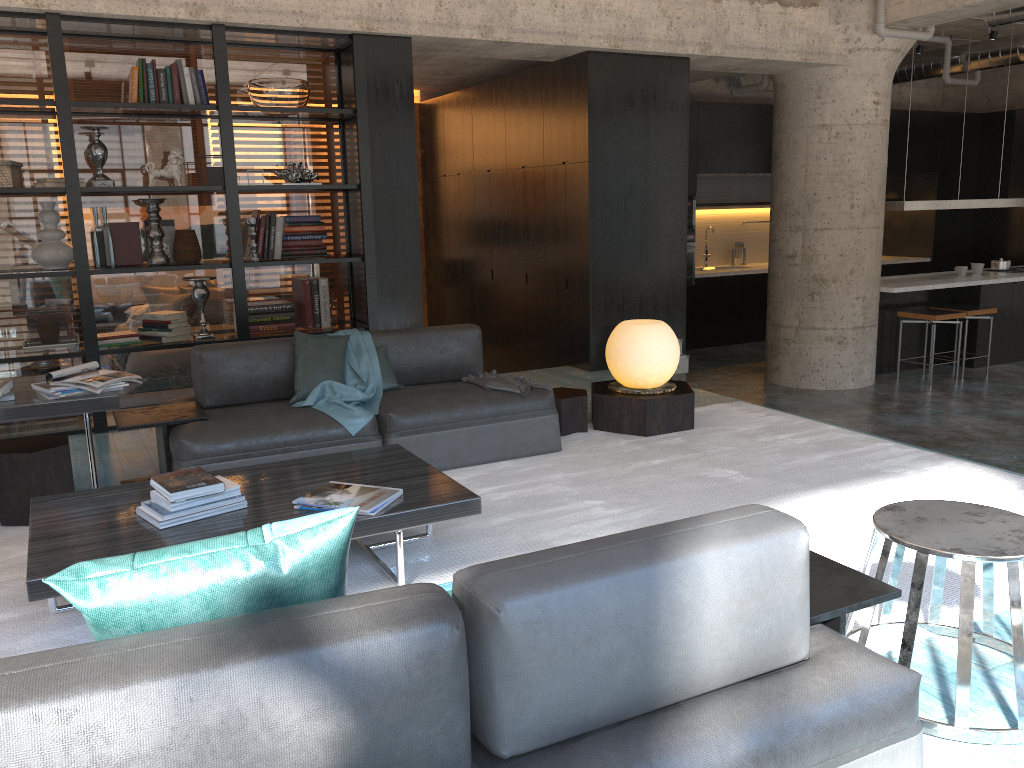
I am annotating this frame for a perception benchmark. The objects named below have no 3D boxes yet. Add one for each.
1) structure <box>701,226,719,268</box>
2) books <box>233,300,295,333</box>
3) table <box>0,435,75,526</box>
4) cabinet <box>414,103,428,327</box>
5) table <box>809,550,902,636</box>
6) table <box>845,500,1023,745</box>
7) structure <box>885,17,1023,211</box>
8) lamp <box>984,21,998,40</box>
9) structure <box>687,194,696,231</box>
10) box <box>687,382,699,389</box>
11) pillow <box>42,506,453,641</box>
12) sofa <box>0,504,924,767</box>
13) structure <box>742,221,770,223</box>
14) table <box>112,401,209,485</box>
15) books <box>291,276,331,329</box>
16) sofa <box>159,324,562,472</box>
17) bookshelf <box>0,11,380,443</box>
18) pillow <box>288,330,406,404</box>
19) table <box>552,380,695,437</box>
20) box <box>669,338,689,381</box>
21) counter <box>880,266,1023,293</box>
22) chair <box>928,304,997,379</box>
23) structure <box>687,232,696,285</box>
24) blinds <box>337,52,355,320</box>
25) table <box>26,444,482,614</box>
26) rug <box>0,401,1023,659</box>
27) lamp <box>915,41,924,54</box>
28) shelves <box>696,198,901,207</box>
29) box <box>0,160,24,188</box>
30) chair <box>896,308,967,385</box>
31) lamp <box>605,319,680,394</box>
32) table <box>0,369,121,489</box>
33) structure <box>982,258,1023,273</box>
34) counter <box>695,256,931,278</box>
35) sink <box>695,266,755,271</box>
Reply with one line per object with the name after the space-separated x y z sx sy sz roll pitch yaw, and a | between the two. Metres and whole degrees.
2.709 -1.858 12.040 0.125 0.559 0.269 -7 13 -26 | structure
-1.817 -0.494 6.502 0.393 0.197 0.274 -7 13 -26 | books
-2.230 0.446 4.148 0.316 0.340 0.365 6 13 32 | table
-1.586 -1.880 11.228 0.267 3.018 1.907 -7 13 -26 | cabinet
0.725 0.707 2.402 0.413 0.390 0.420 -7 13 -26 | table
1.245 0.625 2.513 0.620 0.472 0.620 -6 12 -24 | table
5.209 -2.994 9.708 3.117 2.100 0.538 -7 13 -26 | structure
5.400 -3.998 9.999 0.107 0.236 0.145 -12 15 -43 | lamp
1.832 -2.127 11.044 0.659 0.450 0.612 -7 13 -26 | structure
1.509 0.069 7.682 0.187 0.140 0.172 4 12 25 | box
-0.339 0.431 1.822 1.042 0.466 0.349 -5 12 -16 | pillow
-0.207 0.670 1.915 2.063 0.680 1.019 -7 13 -26 | sofa
3.779 -2.207 12.816 1.171 0.315 0.074 -7 13 -26 | structure
-1.782 0.341 4.531 0.413 0.390 0.420 -7 13 -26 | table
-1.497 -0.609 6.619 0.191 0.362 0.277 -8 13 -31 | books
-0.857 0.077 4.956 2.063 0.680 1.019 -7 13 -26 | sofa
-2.420 -1.040 5.976 2.900 2.571 0.628 -7 13 -26 | bookshelf
-0.907 -0.099 4.842 0.670 0.393 0.320 -6 12 -20 | pillow
0.672 0.153 5.554 1.044 0.230 0.616 -7 13 -26 | table
1.281 -0.161 7.325 0.331 0.441 0.280 -10 14 -37 | box
5.116 -1.201 10.011 3.500 0.046 1.000 -7 13 -26 | counter
4.684 -0.452 9.262 0.450 0.698 0.450 -7 13 -26 | chair
1.866 -1.565 11.115 0.664 0.651 0.649 -7 13 -26 | structure
-2.583 -0.910 6.322 2.915 3.160 0.136 -7 13 -26 | blinds
-0.982 0.581 3.394 1.500 0.309 0.900 -7 13 -26 | table
-1.183 0.780 3.197 7.768 0.032 2.954 -7 13 -26 | rug
4.957 -4.156 10.843 0.107 0.236 0.145 -12 16 -43 | lamp
3.838 -2.572 12.592 4.362 0.043 0.403 -7 13 -26 | shelves
-3.174 -1.270 5.394 0.312 0.157 0.306 -5 12 -17 | box
4.224 -0.384 8.978 0.450 0.698 0.450 -7 13 -26 | chair
0.819 -0.183 5.566 0.462 0.417 0.462 -1 11 1 | lamp
-2.340 0.306 4.310 0.800 0.570 0.800 -7 13 -26 | table
6.052 -1.449 10.553 0.833 0.187 0.506 -7 13 -26 | structure
3.990 -1.626 12.521 4.360 0.142 1.000 -7 13 -26 | counter
2.781 -1.496 11.970 0.890 0.134 0.458 -7 13 -26 | sink
